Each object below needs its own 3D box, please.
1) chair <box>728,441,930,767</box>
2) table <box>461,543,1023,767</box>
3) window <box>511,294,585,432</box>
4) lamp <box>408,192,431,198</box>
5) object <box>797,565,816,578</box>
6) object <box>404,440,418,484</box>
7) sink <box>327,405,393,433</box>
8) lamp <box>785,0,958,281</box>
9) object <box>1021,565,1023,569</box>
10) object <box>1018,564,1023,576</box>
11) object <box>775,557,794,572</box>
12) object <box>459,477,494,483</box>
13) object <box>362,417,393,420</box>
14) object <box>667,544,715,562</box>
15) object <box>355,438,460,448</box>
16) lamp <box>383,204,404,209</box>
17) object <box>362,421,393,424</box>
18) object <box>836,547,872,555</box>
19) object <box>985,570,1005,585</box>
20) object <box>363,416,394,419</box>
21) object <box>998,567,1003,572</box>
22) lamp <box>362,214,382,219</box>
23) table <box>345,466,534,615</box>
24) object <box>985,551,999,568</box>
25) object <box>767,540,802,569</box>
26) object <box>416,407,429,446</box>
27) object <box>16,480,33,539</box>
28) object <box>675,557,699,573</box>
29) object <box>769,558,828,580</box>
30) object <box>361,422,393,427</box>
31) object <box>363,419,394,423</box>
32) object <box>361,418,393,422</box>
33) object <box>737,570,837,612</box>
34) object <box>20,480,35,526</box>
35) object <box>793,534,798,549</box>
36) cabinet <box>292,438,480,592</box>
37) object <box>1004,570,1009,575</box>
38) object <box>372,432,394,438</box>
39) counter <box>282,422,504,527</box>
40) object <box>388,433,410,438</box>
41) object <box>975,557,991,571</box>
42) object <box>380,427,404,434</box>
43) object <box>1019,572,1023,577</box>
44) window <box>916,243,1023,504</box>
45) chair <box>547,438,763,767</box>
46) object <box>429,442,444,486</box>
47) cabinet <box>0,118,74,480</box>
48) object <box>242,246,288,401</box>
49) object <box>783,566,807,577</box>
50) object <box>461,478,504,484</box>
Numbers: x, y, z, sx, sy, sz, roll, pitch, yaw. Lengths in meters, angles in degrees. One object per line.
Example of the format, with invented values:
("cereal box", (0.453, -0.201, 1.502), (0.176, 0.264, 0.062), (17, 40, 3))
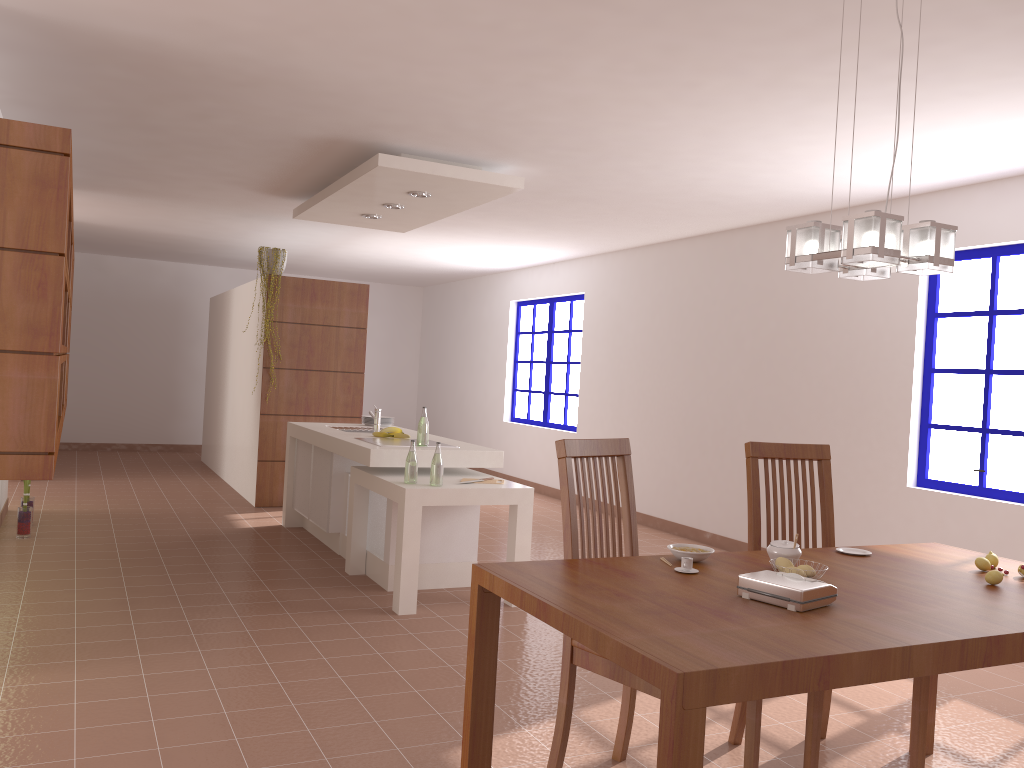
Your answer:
("chair", (1.039, 0.748, 2.963), (0.444, 1.063, 0.574), (3, 0, -16))
("table", (0.877, 0.905, 2.359), (1.800, 0.740, 0.900), (3, 0, -26))
("window", (0.413, -0.237, 9.806), (0.035, 1.430, 1.699), (3, 0, -26))
("lamp", (-0.582, -1.212, 5.584), (0.143, 0.059, 0.143), (3, 1, -43))
("object", (0.795, 0.506, 2.403), (0.048, 0.033, 0.060), (3, 0, -27))
("object", (-0.533, 0.414, 4.722), (0.071, 0.230, 0.071), (3, 1, -45))
("sink", (-1.076, 0.326, 6.429), (0.404, 0.368, 0.668), (3, 0, -26))
("lamp", (0.980, -0.761, 2.380), (0.304, 0.919, 0.304), (3, 0, -26))
("object", (1.498, 0.536, 2.597), (0.014, 0.014, 0.013), (4, 1, 31))
("object", (1.513, 0.549, 2.612), (0.041, 0.039, 0.044), (3, 0, 27))
("object", (0.749, 0.498, 2.431), (0.055, 0.044, 0.048), (4, 1, 43))
("object", (-0.197, 0.538, 4.934), (0.041, 0.008, 0.375), (4, 1, 31))
("object", (-1.055, 0.277, 6.967), (0.228, 0.020, 0.228), (3, 1, -44))
("object", (0.518, 0.494, 2.573), (0.136, 0.036, 0.136), (3, 0, 22))
("object", (-0.655, 0.361, 5.461), (0.493, 0.006, 0.551), (3, 0, -26))
("lamp", (-0.805, -1.228, 6.037), (0.143, 0.059, 0.143), (3, 0, 2))
("object", (-1.056, 0.308, 6.968), (0.228, 0.020, 0.228), (3, 1, -44))
("object", (1.097, 0.539, 2.846), (0.108, 0.008, 0.108), (4, 1, 29))
("object", (1.345, 0.540, 2.473), (0.041, 0.041, 0.042), (3, 1, -40))
("object", (-1.054, 0.267, 6.967), (0.228, 0.020, 0.228), (3, 1, -44))
("object", (1.470, 0.558, 2.669), (0.014, 0.012, 0.014), (3, 0, -22))
("lamp", (-1.025, -1.244, 6.485), (0.143, 0.059, 0.143), (3, 0, 2))
("table", (-0.448, 0.855, 5.112), (0.737, 0.647, 1.003), (3, 0, -26))
("object", (1.480, 0.542, 2.737), (0.038, 0.053, 0.039), (3, 0, 9))
("object", (0.777, 0.488, 2.533), (0.096, 0.079, 0.096), (3, 1, -31))
("object", (-0.528, 0.251, 5.289), (0.071, 0.230, 0.071), (3, 1, -45))
("object", (-3.207, 0.742, 5.847), (0.087, 0.546, 0.296), (3, 0, -10))
("object", (0.475, 0.492, 2.411), (0.065, 0.037, 0.065), (3, 0, -13))
("object", (0.772, 0.507, 2.394), (0.151, 0.041, 0.151), (3, 0, 24))
("object", (-1.057, 0.318, 6.968), (0.228, 0.020, 0.228), (3, 1, -44))
("object", (-1.056, 0.298, 6.968), (0.228, 0.020, 0.228), (3, 1, -44))
("object", (-1.055, 0.287, 6.967), (0.228, 0.020, 0.228), (3, 1, -44))
("object", (0.679, 0.493, 2.160), (0.195, 0.062, 0.176), (3, 1, -41))
("object", (-3.405, 0.727, 6.246), (0.087, 0.546, 0.296), (3, 0, -26))
("object", (0.797, 0.459, 2.501), (0.010, 0.075, 0.015), (3, 0, -26))
("cabinet", (-0.886, 0.797, 6.007), (0.737, 0.700, 2.048), (3, 0, -26))
("object", (1.463, 0.558, 2.625), (0.014, 0.014, 0.012), (3, 1, -38))
("object", (-0.858, 0.332, 5.805), (0.207, 0.033, 0.060), (4, 1, 44))
("counter", (-0.912, 0.745, 6.055), (0.821, 0.800, 2.156), (3, 0, -26))
("object", (-0.753, 0.338, 5.827), (0.207, 0.033, 0.060), (3, 0, 19))
("object", (1.417, 0.542, 2.669), (0.042, 0.041, 0.041), (4, 1, 39))
("object", (-0.779, 0.309, 5.839), (0.047, 0.055, 0.207), (4, 1, 41))
("object", (1.498, 0.552, 2.498), (0.092, 0.032, 0.091), (3, 0, -26))
("window", (2.915, -0.055, 4.690), (0.035, 1.430, 1.699), (3, 0, -26))
("chair", (0.414, 0.715, 2.656), (0.574, 1.063, 0.444), (4, 1, 44))
("object", (-0.394, 0.422, 4.682), (0.071, 0.230, 0.071), (3, 1, -45))
("cabinet", (-2.912, -0.364, 4.978), (0.754, 1.200, 4.718), (3, 0, -26))
("object", (-2.106, -0.501, 7.625), (0.279, 1.344, 0.297), (3, 0, 23))
("object", (0.756, 0.505, 2.371), (0.061, 0.032, 0.048), (4, 1, 33))
("object", (-0.164, 0.546, 4.980), (0.266, 0.006, 0.168), (3, 0, -9))
